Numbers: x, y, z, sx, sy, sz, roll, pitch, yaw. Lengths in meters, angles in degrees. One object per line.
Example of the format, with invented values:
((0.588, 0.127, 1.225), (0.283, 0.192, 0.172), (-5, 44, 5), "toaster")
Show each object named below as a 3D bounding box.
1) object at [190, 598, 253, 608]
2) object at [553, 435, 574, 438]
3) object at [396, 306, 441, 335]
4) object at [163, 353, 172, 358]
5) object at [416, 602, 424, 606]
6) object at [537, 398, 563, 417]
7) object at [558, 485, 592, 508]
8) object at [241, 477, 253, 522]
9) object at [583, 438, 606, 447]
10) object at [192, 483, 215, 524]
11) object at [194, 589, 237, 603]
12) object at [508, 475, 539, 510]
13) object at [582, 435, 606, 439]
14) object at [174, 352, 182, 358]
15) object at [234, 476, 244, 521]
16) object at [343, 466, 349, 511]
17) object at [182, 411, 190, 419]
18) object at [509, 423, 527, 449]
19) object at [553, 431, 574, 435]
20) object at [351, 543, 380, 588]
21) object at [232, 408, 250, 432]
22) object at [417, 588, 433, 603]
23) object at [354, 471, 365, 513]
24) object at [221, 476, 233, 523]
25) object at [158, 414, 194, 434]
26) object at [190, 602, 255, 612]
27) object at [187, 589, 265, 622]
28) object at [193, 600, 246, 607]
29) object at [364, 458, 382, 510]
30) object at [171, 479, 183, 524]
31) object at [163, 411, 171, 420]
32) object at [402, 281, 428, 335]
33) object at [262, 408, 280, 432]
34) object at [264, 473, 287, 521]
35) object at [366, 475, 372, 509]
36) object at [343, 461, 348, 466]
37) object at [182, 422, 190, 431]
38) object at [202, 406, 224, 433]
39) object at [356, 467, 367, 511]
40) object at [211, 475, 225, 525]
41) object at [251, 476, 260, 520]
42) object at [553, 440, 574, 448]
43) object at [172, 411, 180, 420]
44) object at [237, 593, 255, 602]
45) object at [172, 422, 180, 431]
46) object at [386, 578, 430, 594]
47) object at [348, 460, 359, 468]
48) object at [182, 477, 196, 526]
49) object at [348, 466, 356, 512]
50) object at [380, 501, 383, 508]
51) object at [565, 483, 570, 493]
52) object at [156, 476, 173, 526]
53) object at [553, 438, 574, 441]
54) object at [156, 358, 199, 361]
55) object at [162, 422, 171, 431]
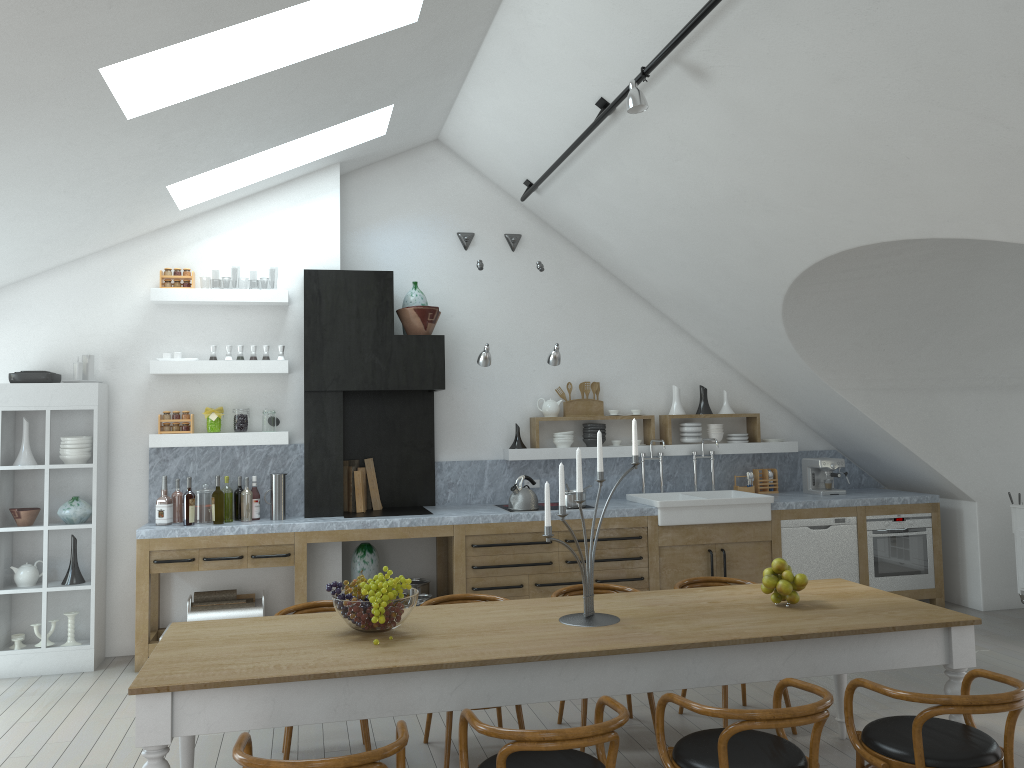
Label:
((-2.119, 1.624, 6.485), (0.435, 0.080, 0.114), (0, -3, -16), "object")
((0.449, 0.477, 7.725), (0.181, 0.069, 0.181), (-1, -3, 4), "object")
((-0.749, -0.488, 7.098), (0.348, 0.237, 0.365), (-1, -3, 4), "object")
((-2.572, -0.197, 6.616), (0.058, 0.061, 0.057), (0, -3, -14), "object")
((-0.684, 1.691, 6.684), (0.153, 0.113, 0.260), (0, -3, -14), "object")
((0.332, 0.206, 7.748), (0.168, 0.169, 0.174), (1, -4, -30), "object")
((0.556, 0.926, 7.214), (0.394, 0.170, 0.232), (1, -3, -33), "object")
((-1.955, 0.853, 6.534), (0.085, 0.331, 0.085), (-1, -4, -5), "object")
((0.723, 0.516, 7.787), (0.205, 0.072, 0.205), (0, -3, -26), "object")
((-2.266, 0.877, 6.550), (0.184, 0.287, 0.183), (-2, -4, 11), "object")
((-2.153, 1.553, 6.437), (0.292, 0.102, 0.103), (0, -3, -16), "object")
((0.089, 0.864, 7.104), (0.246, 0.268, 0.246), (-1, -3, -3), "object")
((0.722, 0.489, 7.788), (0.205, 0.086, 0.205), (-2, -3, 24), "object")
((-2.500, -0.203, 6.632), (0.054, 0.071, 0.054), (0, -4, -14), "object")
((-2.037, 0.856, 6.632), (0.085, 0.331, 0.085), (-1, -4, -5), "object")
((-1.340, 0.838, 7.096), (0.057, 0.360, 0.074), (-1, -4, 1), "object")
((-2.438, 0.236, 6.626), (0.058, 0.075, 0.058), (-2, -4, 10), "object")
((0.050, 0.448, 7.654), (0.156, 0.219, 0.156), (1, -4, -32), "object")
((0.450, 0.448, 7.728), (0.180, 0.076, 0.180), (-2, -3, 24), "object")
((-1.167, 1.520, 7.063), (0.230, 0.499, 0.230), (-3, -4, 28), "object")
((-2.049, 0.274, 6.698), (0.120, 0.183, 0.120), (-1, -4, 2), "object")
((-0.693, 1.693, 6.927), (0.182, 0.134, 0.308), (-2, -3, 11), "object")
((-1.208, 0.857, 7.033), (0.081, 0.337, 0.148), (1, -4, -23), "object")
((-2.099, 0.849, 6.521), (0.092, 0.340, 0.091), (-1, -4, 5), "object")
((-2.500, 0.299, 6.605), (0.237, 0.146, 0.120), (0, -3, -13), "object")
((-2.058, 1.619, 6.316), (0.437, 0.093, 0.092), (0, -3, -16), "object")
((-2.071, 1.645, 6.438), (0.527, 0.232, 0.428), (0, -3, -16), "object")
((-2.104, 1.608, 6.385), (0.362, 0.087, 0.101), (0, -3, -16), "object")
((-1.125, 0.816, 7.209), (0.148, 0.428, 0.078), (-3, -4, 22), "object")
((-2.454, 0.861, 6.503), (0.085, 0.331, 0.085), (-1, -4, -5), "object")
((-2.569, 0.237, 6.595), (0.058, 0.075, 0.058), (-2, -4, 10), "object")
((-0.810, -0.608, 7.430), (0.230, 0.504, 0.230), (-3, -4, 28), "object")
((-1.839, 0.275, 6.749), (0.103, 0.178, 0.207), (-2, -3, 9), "object")
((-1.762, 0.842, 6.619), (0.164, 0.340, 0.114), (0, -4, -10), "object")
((-1.205, 0.898, 7.284), (0.105, 0.296, 0.110), (2, -5, -38), "object")
((-1.367, 0.840, 7.257), (0.068, 0.426, 0.088), (-1, -4, 1), "object")
((-2.436, 0.322, 6.620), (0.058, 0.075, 0.058), (-2, -4, 10), "object")
((-2.242, 0.269, 6.650), (0.163, 0.200, 0.128), (0, -4, -18), "object")
((-1.219, 0.857, 7.153), (0.072, 0.367, 0.130), (-1, -4, 5), "object")
((-2.124, 0.840, 6.405), (0.092, 0.359, 0.092), (-3, -5, 31), "object")
((-1.930, 0.855, 6.642), (0.081, 0.330, 0.081), (-2, -4, 14), "object")
((0.448, 0.523, 7.721), (0.181, 0.064, 0.181), (-2, -3, 9), "object")
((-2.503, 0.237, 6.610), (0.058, 0.075, 0.058), (-2, -4, 10), "object")
((-2.122, 1.603, 6.566), (0.422, 0.073, 0.071), (0, -3, -16), "object")
((-2.502, 0.323, 6.604), (0.058, 0.075, 0.058), (-2, -4, 10), "object")
((-0.888, 1.682, 7.280), (0.455, 0.197, 0.268), (-2, -3, 21), "object")
((-1.294, 0.851, 7.264), (0.089, 0.459, 0.110), (0, -4, -13), "object")
((-2.316, 0.845, 6.357), (0.092, 0.360, 0.092), (-3, -4, 21), "object")
((-1.281, 0.843, 7.095), (0.068, 0.368, 0.131), (-1, -4, 1), "object")
((-1.121, 0.906, 7.284), (0.113, 0.252, 0.057), (0, -4, -10), "object")
((0.470, 0.902, 7.230), (0.051, 0.167, 0.235), (0, -3, -18), "object")
((-2.509, 0.842, 6.399), (0.088, 0.360, 0.085), (-2, -4, 8), "object")
((0.447, 0.500, 7.723), (0.181, 0.065, 0.181), (-2, -3, 24), "object")
((-2.499, -0.176, 6.630), (0.295, 0.025, 0.113), (-1, -3, -13), "object")
((-2.567, 0.323, 6.589), (0.058, 0.075, 0.058), (-2, -4, 10), "object")
